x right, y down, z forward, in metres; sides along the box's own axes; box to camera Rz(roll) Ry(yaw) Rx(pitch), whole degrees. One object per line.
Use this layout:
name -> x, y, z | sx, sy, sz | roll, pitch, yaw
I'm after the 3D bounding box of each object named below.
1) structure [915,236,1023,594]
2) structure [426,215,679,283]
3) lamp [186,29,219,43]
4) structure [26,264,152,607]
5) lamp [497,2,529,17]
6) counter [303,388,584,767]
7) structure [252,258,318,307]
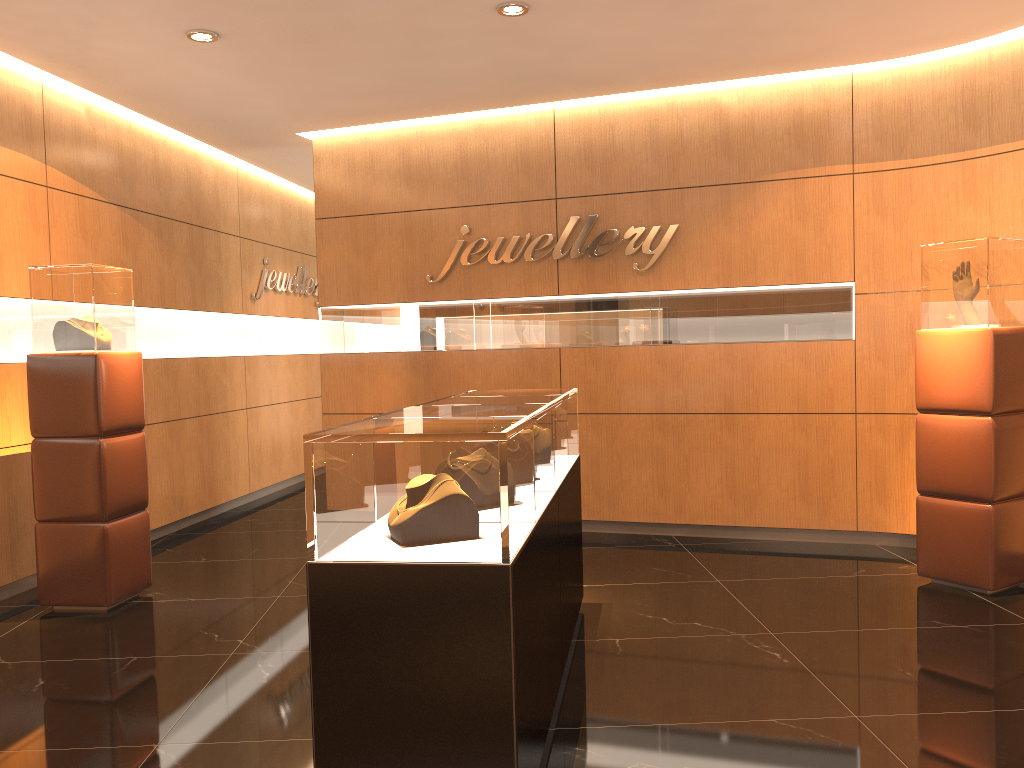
structure -> 2.705, 0.173, 5.192 | 0.484, 2.000, 0.498 | -3, 3, -33
structure -> 0.266, -1.054, 6.859 | 2.050, 0.442, 0.034 | -1, 3, 20
lamp -> -1.786, -2.034, 5.117 | 0.176, 0.068, 0.176 | -1, 2, 3
structure -> -2.524, 0.294, 5.307 | 0.498, 1.968, 0.484 | -1, 2, 8
lamp -> 0.005, -2.071, 4.839 | 0.176, 0.068, 0.176 | -1, 2, 3
counter -> -0.105, 0.671, 3.791 | 0.615, 1.173, 2.514 | -1, 2, 9
structure -> -2.411, -1.102, 9.782 | 0.034, 0.442, 2.050 | -1, 2, 9
